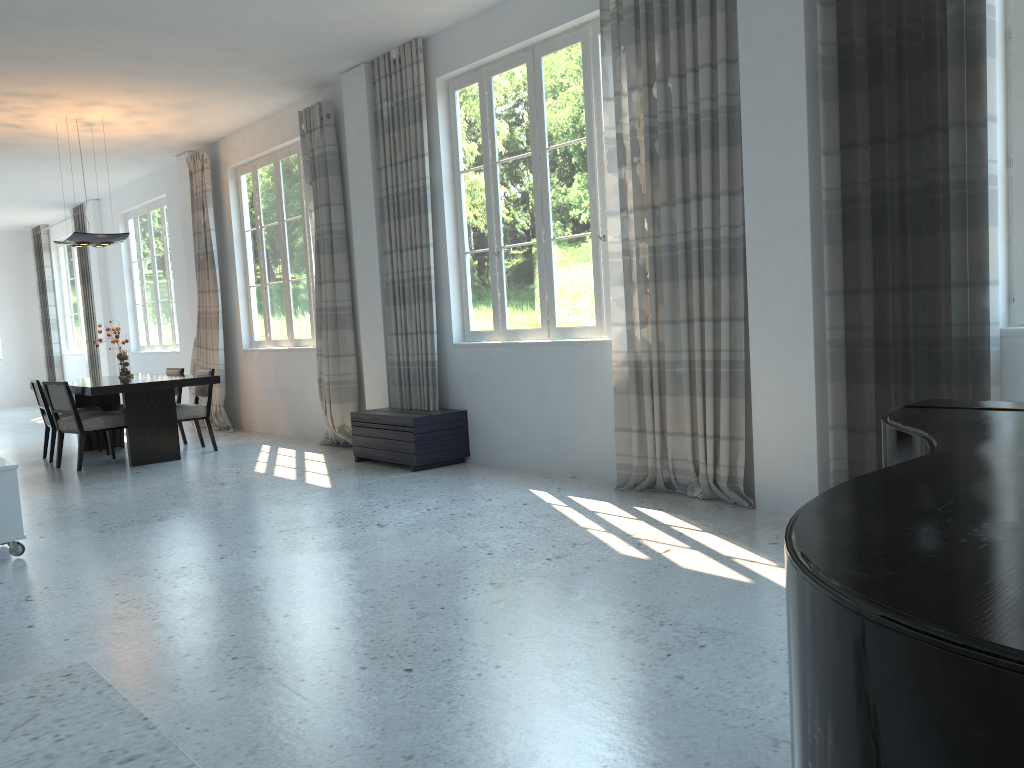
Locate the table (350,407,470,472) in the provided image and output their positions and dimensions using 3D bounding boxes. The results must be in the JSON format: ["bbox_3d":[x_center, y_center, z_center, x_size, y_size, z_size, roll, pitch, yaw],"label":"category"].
[{"bbox_3d":[-0.808,0.415,7.021,0.523,0.416,0.925,-7,6,-40],"label":"table"}]

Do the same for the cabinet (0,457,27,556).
[{"bbox_3d":[-2.848,0.672,4.686,0.380,0.487,0.502,-7,6,-40],"label":"cabinet"}]

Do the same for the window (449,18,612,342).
[{"bbox_3d":[17.787,-9.908,8.261,32.780,18.560,18.524,-7,6,-36],"label":"window"}]

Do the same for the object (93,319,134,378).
[{"bbox_3d":[-3.982,-0.362,8.858,0.542,0.602,0.317,-2,5,21],"label":"object"}]

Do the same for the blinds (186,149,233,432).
[{"bbox_3d":[-3.624,-1.036,10.296,0.174,3.136,1.354,-7,6,-38],"label":"blinds"}]

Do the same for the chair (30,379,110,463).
[{"bbox_3d":[-4.274,0.323,8.574,0.569,0.783,0.480,-7,6,-35],"label":"chair"}]

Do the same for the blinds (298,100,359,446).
[{"bbox_3d":[-1.674,-0.945,8.053,0.359,3.056,0.845,-7,6,-35],"label":"blinds"}]

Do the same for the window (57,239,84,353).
[{"bbox_3d":[-7.443,-1.515,15.176,0.073,2.011,1.982,-8,6,-40],"label":"window"}]

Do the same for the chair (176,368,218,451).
[{"bbox_3d":[-3.145,0.265,8.435,0.569,0.783,0.480,-7,6,-35],"label":"chair"}]

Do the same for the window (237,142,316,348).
[{"bbox_3d":[-2.339,-1.366,9.111,0.042,2.011,1.982,-8,6,-40],"label":"window"}]

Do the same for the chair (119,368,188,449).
[{"bbox_3d":[-3.678,0.250,9.066,0.569,0.783,0.480,-7,6,-40],"label":"chair"}]

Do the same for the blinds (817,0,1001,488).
[{"bbox_3d":[1.763,-0.931,3.978,0.139,3.234,0.776,-8,7,-40],"label":"blinds"}]

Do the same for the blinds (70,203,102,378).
[{"bbox_3d":[-6.655,-1.180,14.021,0.139,3.234,0.776,-8,7,-40],"label":"blinds"}]

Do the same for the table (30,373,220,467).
[{"bbox_3d":[-3.714,0.321,8.467,1.085,0.737,2.198,-7,6,-40],"label":"table"}]

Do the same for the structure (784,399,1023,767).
[{"bbox_3d":[1.037,0.517,1.408,1.917,0.833,1.334,-7,6,-40],"label":"structure"}]

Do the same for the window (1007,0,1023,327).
[{"bbox_3d":[2.741,-1.215,3.026,0.073,2.011,1.982,-8,6,-40],"label":"window"}]

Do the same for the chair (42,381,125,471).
[{"bbox_3d":[-3.765,0.342,7.919,0.480,0.783,0.569,1,6,40],"label":"chair"}]

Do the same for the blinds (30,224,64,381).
[{"bbox_3d":[-8.448,-1.233,16.160,0.139,3.234,0.776,-8,7,-40],"label":"blinds"}]

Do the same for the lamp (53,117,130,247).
[{"bbox_3d":[-4.114,-1.949,8.548,0.529,1.223,0.796,-8,6,-40],"label":"lamp"}]

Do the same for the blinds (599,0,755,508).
[{"bbox_3d":[0.903,-0.975,4.994,0.183,3.265,1.025,-8,7,-40],"label":"blinds"}]

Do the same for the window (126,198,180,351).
[{"bbox_3d":[-4.885,-1.442,12.148,0.042,2.011,1.982,-8,6,-40],"label":"window"}]

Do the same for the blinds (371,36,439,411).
[{"bbox_3d":[-0.829,-1.025,7.042,0.132,3.265,0.722,-8,7,-40],"label":"blinds"}]

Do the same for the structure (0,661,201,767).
[{"bbox_3d":[-1.030,0.836,0.086,2.897,0.660,3.112,-7,6,-40],"label":"structure"}]
